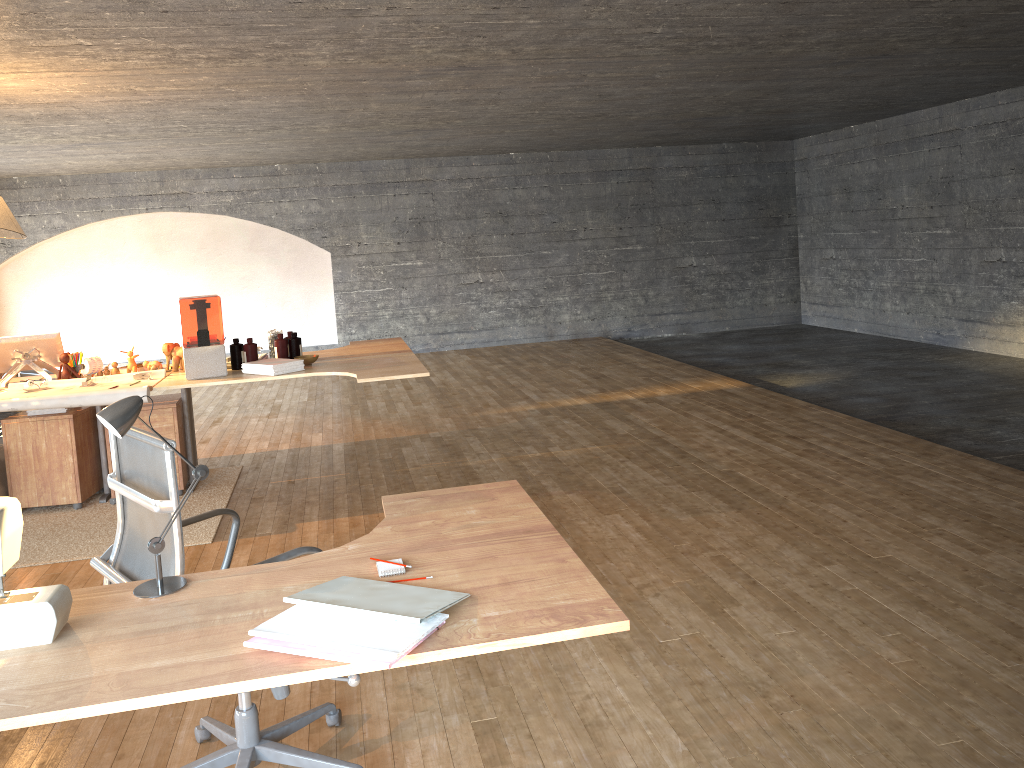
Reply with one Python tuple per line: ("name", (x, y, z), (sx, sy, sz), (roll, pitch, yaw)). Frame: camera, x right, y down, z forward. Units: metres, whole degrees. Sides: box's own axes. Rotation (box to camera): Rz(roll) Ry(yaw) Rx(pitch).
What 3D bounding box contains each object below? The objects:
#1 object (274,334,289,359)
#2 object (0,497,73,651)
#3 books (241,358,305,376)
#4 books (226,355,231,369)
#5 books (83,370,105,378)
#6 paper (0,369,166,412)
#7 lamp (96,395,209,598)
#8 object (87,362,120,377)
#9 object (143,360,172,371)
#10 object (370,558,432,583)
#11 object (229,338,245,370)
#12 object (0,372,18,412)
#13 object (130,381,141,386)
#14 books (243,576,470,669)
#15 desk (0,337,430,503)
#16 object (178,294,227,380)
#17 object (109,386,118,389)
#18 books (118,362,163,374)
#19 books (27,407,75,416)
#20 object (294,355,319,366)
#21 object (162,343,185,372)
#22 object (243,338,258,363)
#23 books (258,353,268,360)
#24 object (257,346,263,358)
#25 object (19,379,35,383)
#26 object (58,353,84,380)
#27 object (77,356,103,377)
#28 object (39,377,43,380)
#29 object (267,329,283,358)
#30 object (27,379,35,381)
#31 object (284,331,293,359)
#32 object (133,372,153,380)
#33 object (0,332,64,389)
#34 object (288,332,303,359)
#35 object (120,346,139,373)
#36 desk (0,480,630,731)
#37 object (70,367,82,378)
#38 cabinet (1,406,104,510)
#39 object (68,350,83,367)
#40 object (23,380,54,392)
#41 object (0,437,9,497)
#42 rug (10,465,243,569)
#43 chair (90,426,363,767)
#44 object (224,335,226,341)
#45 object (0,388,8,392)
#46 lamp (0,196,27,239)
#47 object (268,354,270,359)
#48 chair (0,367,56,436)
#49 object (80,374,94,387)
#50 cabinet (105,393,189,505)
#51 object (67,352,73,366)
("object", (-1.412, -0.215, 5.405), (0.079, 0.185, 0.080), (-3, 5, 6))
("object", (-1.035, 0.344, 1.586), (0.403, 0.282, 0.137), (-5, 5, -11))
("books", (-1.376, -0.100, 5.075), (0.310, 0.057, 0.223), (4, 12, 39))
("books", (-1.793, -0.129, 5.410), (0.229, 0.069, 0.180), (-4, 9, -3))
("books", (-2.640, -0.064, 5.527), (0.216, 0.012, 0.332), (-8, 10, -24))
("paper", (-2.412, 0.048, 4.886), (0.852, 0.113, 0.587), (-6, 9, -11))
("lamp", (-0.731, 0.221, 1.829), (0.208, 0.406, 0.105), (-6, 5, -25))
("object", (-2.484, -0.101, 5.367), (0.215, 0.119, 0.075), (-3, 6, 8))
("object", (-2.187, -0.108, 5.409), (0.144, 0.081, 0.183), (-1, 9, 19))
("object", (-0.235, 0.383, 1.852), (0.128, 0.013, 0.143), (-5, 9, -8))
("object", (-1.648, -0.180, 5.292), (0.079, 0.185, 0.080), (-4, 5, -4))
("object", (-3.398, 0.050, 5.908), (0.367, 0.240, 0.303), (1, 8, 29))
("object", (-2.124, -0.004, 4.975), (0.008, 0.007, 0.148), (-4, 9, -2))
("books", (-0.268, 0.411, 1.598), (0.307, 0.044, 0.321), (0, 10, 23))
("desk", (-2.300, 0.332, 5.281), (3.474, 0.732, 3.289), (-6, 9, -11))
("object", (-1.791, -0.277, 5.109), (0.223, 0.455, 0.271), (-6, 6, -21))
("object", (-2.187, 0.021, 4.846), (0.012, 0.009, 0.127), (-4, 9, 2))
("books", (-2.314, -0.101, 5.497), (0.260, 0.053, 0.294), (1, 11, 29))
("books", (-2.743, 0.100, 5.296), (0.220, 0.109, 0.312), (-5, 9, -9))
("object", (-1.225, -0.137, 5.269), (0.147, 0.054, 0.147), (-10, 11, -34))
("object", (-2.056, -0.170, 5.437), (0.198, 0.175, 0.131), (-2, 6, 13))
("object", (-1.555, -0.181, 5.256), (0.079, 0.185, 0.080), (-3, 5, 6))
("books", (-1.738, -0.163, 5.663), (0.318, 0.044, 0.310), (-5, 9, -6))
("object", (-1.584, -0.187, 5.516), (0.037, 0.120, 0.075), (-7, 6, -37))
("object", (-2.941, -0.014, 5.316), (0.107, 0.024, 0.098), (-3, 9, 3))
("object", (-2.635, -0.098, 5.240), (0.224, 0.176, 0.095), (-2, 6, 16))
("object", (-2.523, -0.094, 5.295), (0.099, 0.134, 0.156), (-1, 7, 24))
("object", (-2.929, -0.037, 5.501), (0.008, 0.007, 0.148), (-6, 10, -18))
("object", (-1.465, -0.234, 5.479), (0.095, 0.212, 0.099), (-5, 5, -13))
("object", (-2.952, -0.023, 5.418), (0.126, 0.009, 0.012), (4, 11, 41))
("object", (-1.381, -0.236, 5.520), (0.079, 0.185, 0.080), (-4, 5, -4))
("object", (-2.143, -0.045, 5.122), (0.134, 0.042, 0.022), (0, 6, 26))
("object", (-2.915, -0.152, 5.307), (0.396, 0.297, 0.288), (-7, 7, -20))
("object", (-1.334, -0.225, 5.432), (0.079, 0.185, 0.080), (-4, 5, -4))
("object", (-2.285, -0.137, 5.290), (0.084, 0.187, 0.095), (-3, 5, 13))
("desk", (-1.628, 0.832, 1.989), (3.513, 0.733, 1.650), (-5, 9, -10))
("object", (-2.633, -0.067, 5.323), (0.077, 0.081, 0.077), (-3, 7, 7))
("cabinet", (-2.738, 0.438, 5.320), (0.425, 0.568, 0.477), (-4, 6, -3))
("object", (-2.632, -0.114, 5.319), (0.101, 0.175, 0.105), (-6, 6, -25))
("object", (-2.668, 0.004, 4.977), (0.160, 0.063, 0.054), (-12, 10, -44))
("object", (-3.046, 0.557, 5.200), (0.200, 0.408, 0.485), (-4, 7, -6))
("rug", (-2.731, 0.779, 4.959), (2.204, 0.005, 1.615), (-6, 10, -11))
("chair", (-0.747, 0.575, 2.342), (0.689, 1.007, 0.654), (-9, 7, -41))
("object", (-1.806, -0.255, 5.437), (0.152, 0.101, 0.077), (-1, 6, 18))
("object", (-2.959, 0.034, 5.037), (0.138, 0.022, 0.110), (-2, 9, 9))
("lamp", (-4.649, 0.299, 2.788), (0.385, 1.916, 6.301), (-1, 9, 35))
("object", (-1.535, -0.170, 5.584), (0.025, 0.058, 0.025), (-6, 5, -28))
("chair", (-3.245, 0.258, 5.741), (0.653, 0.852, 0.691), (0, 7, 35))
("object", (-2.436, -0.019, 5.045), (0.049, 0.055, 0.131), (-5, 9, -11))
("cabinet", (-2.226, 0.390, 5.401), (0.427, 0.568, 0.429), (-5, 6, -13))
("object", (-2.705, -0.129, 5.461), (0.106, 0.142, 0.104), (-8, 7, -37))
